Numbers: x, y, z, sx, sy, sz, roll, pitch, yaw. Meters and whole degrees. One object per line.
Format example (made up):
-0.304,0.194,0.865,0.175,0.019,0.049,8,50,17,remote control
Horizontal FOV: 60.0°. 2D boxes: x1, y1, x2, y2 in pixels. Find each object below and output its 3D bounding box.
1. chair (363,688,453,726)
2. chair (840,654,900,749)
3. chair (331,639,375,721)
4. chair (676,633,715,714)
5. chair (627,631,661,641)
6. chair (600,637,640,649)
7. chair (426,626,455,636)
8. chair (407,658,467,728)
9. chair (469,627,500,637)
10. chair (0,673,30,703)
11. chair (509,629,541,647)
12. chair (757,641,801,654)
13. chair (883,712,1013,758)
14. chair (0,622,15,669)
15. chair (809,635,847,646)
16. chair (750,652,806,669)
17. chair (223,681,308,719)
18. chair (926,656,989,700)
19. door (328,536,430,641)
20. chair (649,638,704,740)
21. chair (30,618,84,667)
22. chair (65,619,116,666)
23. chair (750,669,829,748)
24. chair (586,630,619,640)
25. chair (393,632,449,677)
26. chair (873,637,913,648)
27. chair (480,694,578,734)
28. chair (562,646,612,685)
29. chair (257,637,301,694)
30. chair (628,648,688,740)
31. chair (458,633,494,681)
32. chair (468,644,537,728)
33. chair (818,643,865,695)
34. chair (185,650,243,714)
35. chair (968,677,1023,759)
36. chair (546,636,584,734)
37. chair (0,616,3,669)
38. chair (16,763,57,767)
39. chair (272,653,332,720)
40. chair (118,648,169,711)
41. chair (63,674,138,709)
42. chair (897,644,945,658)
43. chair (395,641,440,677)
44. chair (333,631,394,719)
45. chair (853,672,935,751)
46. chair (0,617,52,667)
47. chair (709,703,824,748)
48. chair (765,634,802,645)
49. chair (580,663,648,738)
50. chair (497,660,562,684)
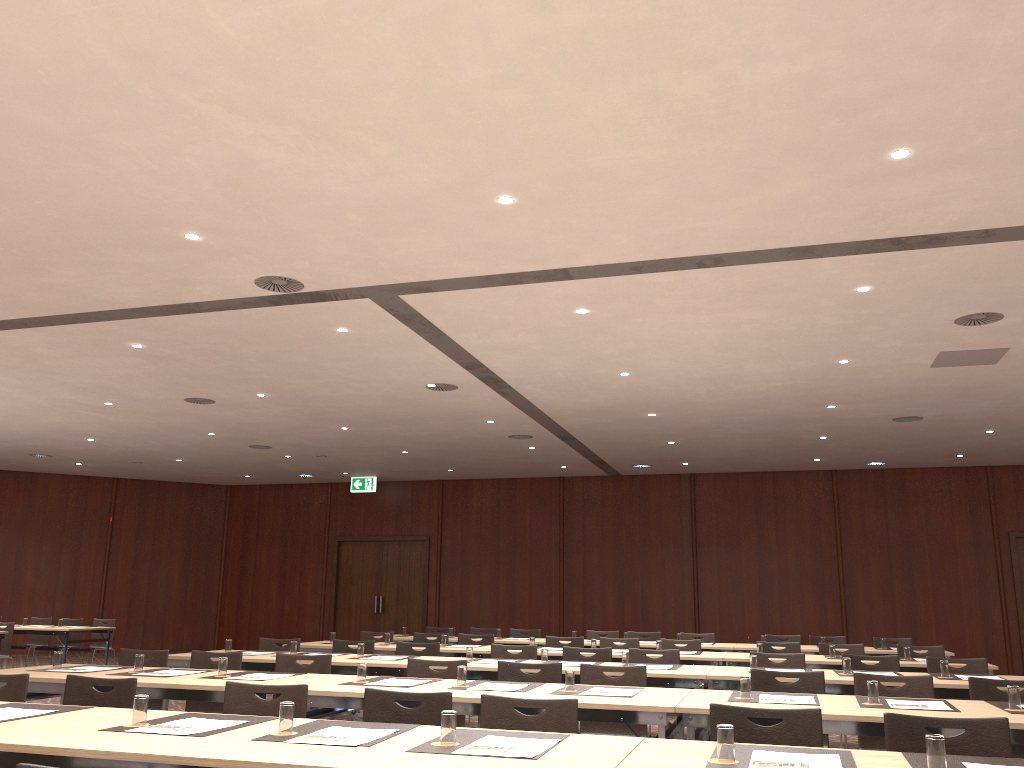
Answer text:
-0.529,1.797,3.741,0.536,0.937,0.615,-4,-14,19,chair
2.828,2.593,6.870,0.536,0.937,0.615,-3,-14,15,chair
-1.550,2.840,8.133,0.536,0.937,0.615,-3,-14,16,chair
2.307,3.580,11.005,0.536,0.937,0.615,-3,-14,14,chair
1.657,3.627,11.235,0.536,0.937,0.615,-3,-14,17,chair
1.121,3.169,9.358,0.536,0.937,0.615,-2,-14,13,chair
-1.048,3.779,12.015,0.536,0.937,0.615,-4,-14,19,chair
-0.561,2.277,5.739,0.536,0.937,0.615,-3,-14,17,chair
-0.435,3.753,11.874,0.536,0.937,0.615,-4,-14,18,chair
-2.727,1.911,4.332,0.536,0.937,0.615,-2,-14,14,chair
0.123,3.703,11.635,0.536,0.937,0.615,-3,-14,16,chair
2.699,3.080,8.903,0.536,0.937,0.615,-3,-14,16,chair
1.588,1.668,3.087,0.536,0.937,0.615,-3,-14,14,chair
-6.916,3.622,11.677,0.536,0.937,0.615,-3,-14,17,chair
3.821,3.505,10.611,0.536,0.937,0.615,-2,-14,14,chair
2.111,2.615,6.999,0.536,0.937,0.615,-4,-14,18,chair
-1.217,1.845,3.975,0.536,0.937,0.615,-3,-14,14,chair
3.412,2.552,6.666,0.536,0.937,0.615,-3,-14,17,chair
-3.064,4.908,20.577,2.423,2.693,0.201,-3,-14,16,door
1.737,3.143,9.216,0.536,0.937,0.615,-4,-14,19,chair
-6.989,4.114,13.729,0.536,0.937,0.615,-3,-14,17,chair
-6.438,4.098,13.632,0.536,0.937,0.615,-4,-14,19,chair
1.639,2.172,5.182,0.536,0.937,0.615,-3,-14,15,chair
1.143,3.664,11.419,0.536,0.937,0.615,-3,-14,15,chair
-0.986,3.288,9.966,0.536,0.937,0.615,-3,-14,16,chair
4.509,3.456,10.369,0.536,0.937,0.615,-3,-14,16,chair
0.013,1.757,3.542,0.536,0.937,0.615,-4,-14,18,chair
0.600,2.700,7.435,0.536,0.937,0.615,-3,-14,16,chair
-2.287,2.873,8.310,0.536,0.937,0.615,-2,-14,13,chair
1.165,2.678,7.315,0.536,0.937,0.615,-3,-14,14,chair
-0.459,3.266,9.849,0.536,0.937,0.615,-3,-14,15,chair
-0.035,2.754,7.696,0.536,0.937,0.615,-3,-14,16,chair
3.276,3.037,8.694,0.536,0.937,0.615,-3,-14,14,chair
-2.222,2.381,6.260,0.536,0.937,0.615,-3,-14,17,chair
2.774,2.089,4.777,0.536,0.937,0.615,-3,-14,17,chair
0.522,3.192,9.488,0.536,0.937,0.615,-4,-14,18,chair
-8.566,4.218,14.246,0.536,0.937,0.615,-3,-14,15,chair
-1.057,1.339,1.862,0.536,0.937,0.615,-3,-14,15,chair
-1.536,2.351,6.098,0.536,0.937,0.615,-2,-14,13,chair
-2.808,2.404,6.387,0.536,0.937,0.615,-3,-14,17,chair
-2.118,1.887,4.199,0.536,0.937,0.615,-3,-14,18,chair
4.007,3.015,8.561,0.536,0.937,0.615,-3,-14,16,chair
-0.920,2.796,7.916,0.536,0.937,0.615,-3,-14,17,chair
-1.650,3.333,10.193,0.536,0.937,0.615,-4,-14,19,chair
2.191,2.132,4.987,0.536,0.937,0.615,-4,-14,18,chair
-7.605,4.164,13.968,0.536,0.937,0.615,-4,-14,18,chair
0.959,1.714,3.312,0.536,0.937,0.615,-4,-14,18,chair
3.316,3.542,10.792,0.536,0.937,0.615,-4,-14,18,chair
0.591,2.222,5.449,0.536,0.937,0.615,-4,-14,18,chair
0.071,2.252,5.599,0.536,0.937,0.615,-3,-14,14,chair
